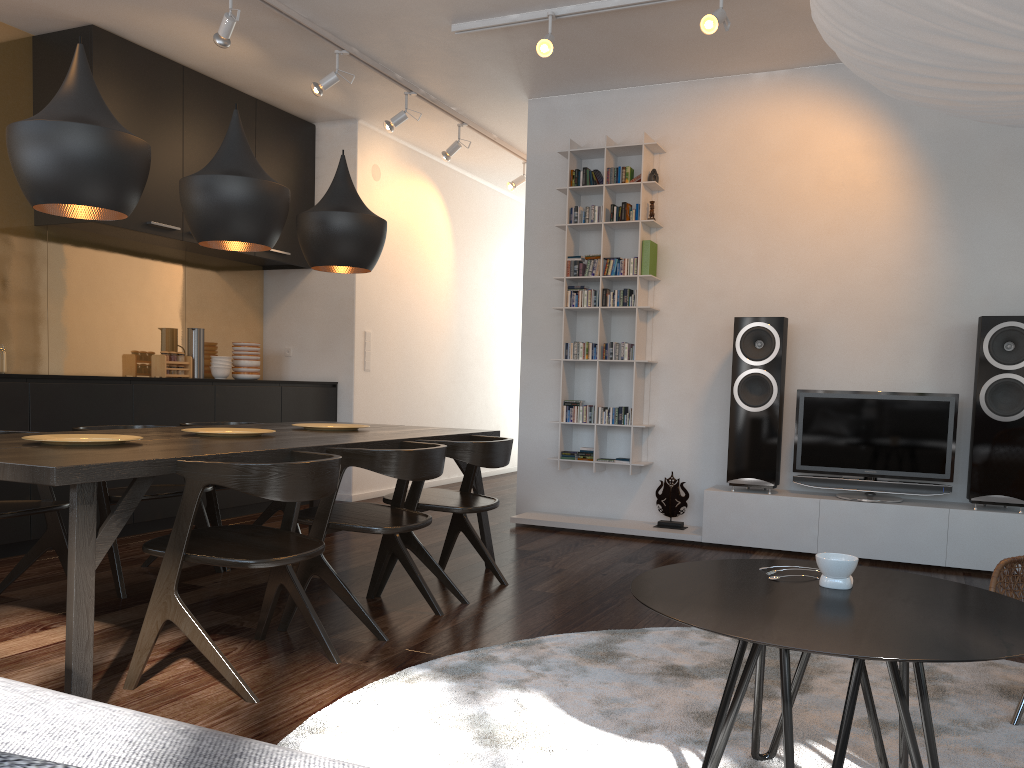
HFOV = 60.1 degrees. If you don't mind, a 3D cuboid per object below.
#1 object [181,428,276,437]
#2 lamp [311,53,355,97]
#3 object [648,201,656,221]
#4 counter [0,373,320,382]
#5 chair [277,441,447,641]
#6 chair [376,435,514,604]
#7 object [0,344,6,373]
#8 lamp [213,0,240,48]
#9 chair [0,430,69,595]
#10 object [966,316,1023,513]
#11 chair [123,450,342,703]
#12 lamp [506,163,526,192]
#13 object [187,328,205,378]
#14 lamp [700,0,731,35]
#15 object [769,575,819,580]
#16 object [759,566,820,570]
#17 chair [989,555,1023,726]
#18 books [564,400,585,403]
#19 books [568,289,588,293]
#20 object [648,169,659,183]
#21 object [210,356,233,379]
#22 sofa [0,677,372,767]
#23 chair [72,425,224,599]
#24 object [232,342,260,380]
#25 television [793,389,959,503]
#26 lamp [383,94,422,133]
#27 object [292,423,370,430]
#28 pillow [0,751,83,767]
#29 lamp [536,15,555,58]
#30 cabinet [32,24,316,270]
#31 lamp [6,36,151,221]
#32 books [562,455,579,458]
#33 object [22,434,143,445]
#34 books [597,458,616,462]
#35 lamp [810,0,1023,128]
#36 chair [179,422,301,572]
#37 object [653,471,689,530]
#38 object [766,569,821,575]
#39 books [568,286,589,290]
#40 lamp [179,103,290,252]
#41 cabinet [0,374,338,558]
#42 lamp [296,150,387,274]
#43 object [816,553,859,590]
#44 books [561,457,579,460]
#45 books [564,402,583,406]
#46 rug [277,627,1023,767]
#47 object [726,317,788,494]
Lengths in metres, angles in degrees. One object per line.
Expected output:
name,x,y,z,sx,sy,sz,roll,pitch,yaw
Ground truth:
object,-1.111,0.190,3.476,0.355,0.017,0.355,2,0,5
lamp,-1.016,-1.751,5.026,0.250,0.241,0.085,2,4,-5
object,0.860,-1.056,5.426,0.045,0.140,0.064,3,4,16
counter,-2.677,-0.056,4.449,0.731,0.002,5.052,2,0,25
chair,-0.528,0.562,3.337,0.519,0.674,0.592,3,3,25
chair,-0.274,0.570,3.893,0.519,0.674,0.592,3,3,23
object,-2.686,-0.133,4.587,0.088,0.152,0.176,2,2,2
lamp,-1.806,-0.969,4.981,0.089,1.855,1.827,-1,3,-32
chair,-1.953,0.520,3.256,0.519,0.674,0.591,3,3,21
object,2.575,0.159,4.636,0.294,1.007,0.279,3,4,24
chair,-0.807,0.553,2.714,0.519,0.674,0.592,3,3,23
lamp,0.071,-1.718,7.380,0.251,0.241,0.085,1,4,-23
object,-2.162,-0.210,6.081,0.114,0.341,0.164,4,4,28
lamp,0.935,-1.696,4.049,0.085,0.240,0.251,4,3,30
object,0.660,0.452,2.070,0.124,0.010,0.026,2,1,-9
object,0.691,0.451,2.160,0.168,0.015,0.015,2,2,12
chair,1.796,0.599,2.392,0.685,0.712,0.716,0,3,-33
books,0.403,0.111,5.665,0.111,0.012,0.093,2,0,24
books,0.424,-0.592,5.617,0.111,0.012,0.093,2,0,24
object,0.868,-1.266,5.413,0.064,0.101,0.060,2,3,1
object,-2.045,-0.117,6.215,0.158,0.161,0.153,0,3,-37
sofa,0.347,0.587,0.918,3.063,0.674,2.036,2,0,24
chair,-1.632,0.530,3.890,0.519,0.674,0.592,3,3,23
object,-1.928,-0.165,6.411,0.197,0.265,0.197,2,3,-1
television,2.008,0.342,4.918,0.786,0.603,0.345,3,3,43
lamp,-0.705,-1.742,5.710,0.250,0.241,0.085,2,4,0
object,-0.834,0.199,4.083,0.355,0.017,0.355,2,0,28
pillow,0.111,0.289,0.203,0.666,0.399,0.291,2,3,24
lamp,0.172,-1.717,4.393,0.085,0.241,0.250,2,2,7
cabinet,-2.080,-1.410,5.793,0.531,1.054,1.952,3,1,25
lamp,-1.357,-0.814,2.783,0.411,0.543,0.409,0,3,-32
books,0.373,0.460,5.662,0.092,0.014,0.069,2,0,24
object,-1.388,0.182,2.870,0.355,0.017,0.355,2,0,28
books,0.606,0.481,5.595,0.111,0.012,0.093,2,0,24
lamp,1.227,-0.605,1.359,1.470,0.211,1.466,2,0,-29
chair,-1.380,0.537,4.443,0.519,0.674,0.592,3,3,24
object,0.983,0.711,5.440,0.212,0.352,0.121,3,4,25
object,0.692,0.450,2.118,0.163,0.016,0.025,2,1,-1
books,0.424,-0.608,5.620,0.111,0.022,0.096,2,0,24
lamp,-1.067,-0.805,3.417,0.411,0.543,0.409,2,3,1
cabinet,-2.690,0.394,4.482,0.731,0.903,5.055,3,1,25
lamp,-0.778,-0.796,4.051,0.411,0.543,0.409,1,3,-18
object,0.748,0.425,2.022,0.091,0.069,0.139,3,1,36
books,0.372,0.474,5.662,0.098,0.015,0.074,2,0,24
books,0.394,0.129,5.651,0.107,0.023,0.069,2,0,24
rug,0.824,0.931,1.958,2.836,0.012,2.829,2,0,4
object,1.435,0.125,5.152,0.294,1.007,0.279,3,4,24
